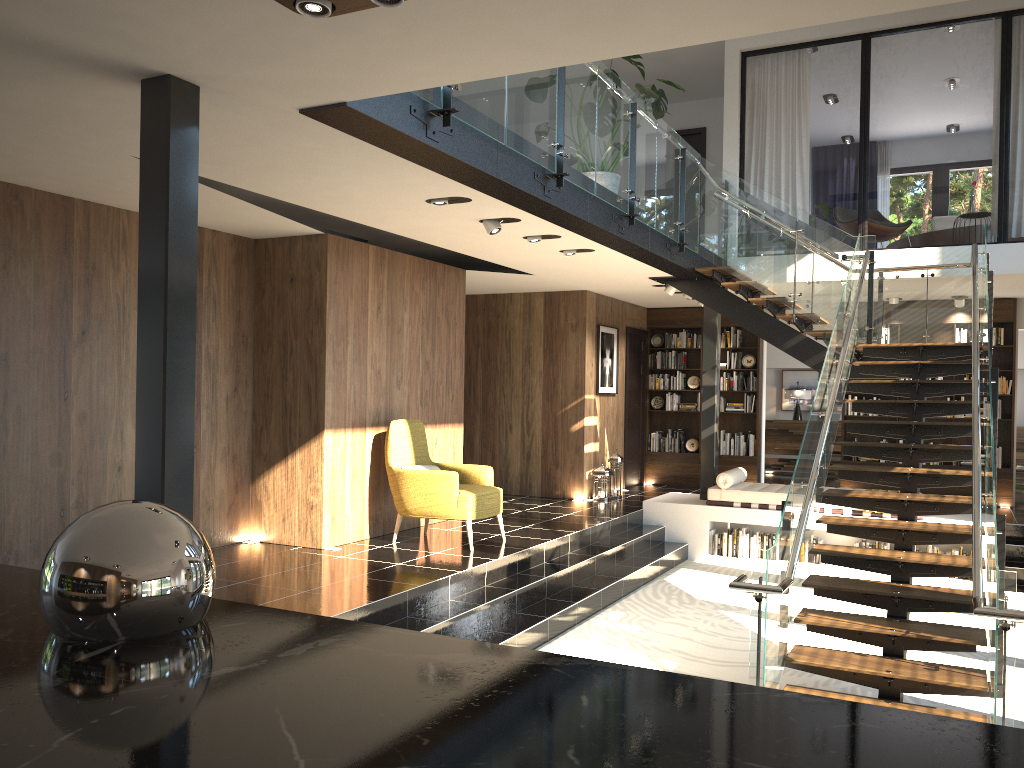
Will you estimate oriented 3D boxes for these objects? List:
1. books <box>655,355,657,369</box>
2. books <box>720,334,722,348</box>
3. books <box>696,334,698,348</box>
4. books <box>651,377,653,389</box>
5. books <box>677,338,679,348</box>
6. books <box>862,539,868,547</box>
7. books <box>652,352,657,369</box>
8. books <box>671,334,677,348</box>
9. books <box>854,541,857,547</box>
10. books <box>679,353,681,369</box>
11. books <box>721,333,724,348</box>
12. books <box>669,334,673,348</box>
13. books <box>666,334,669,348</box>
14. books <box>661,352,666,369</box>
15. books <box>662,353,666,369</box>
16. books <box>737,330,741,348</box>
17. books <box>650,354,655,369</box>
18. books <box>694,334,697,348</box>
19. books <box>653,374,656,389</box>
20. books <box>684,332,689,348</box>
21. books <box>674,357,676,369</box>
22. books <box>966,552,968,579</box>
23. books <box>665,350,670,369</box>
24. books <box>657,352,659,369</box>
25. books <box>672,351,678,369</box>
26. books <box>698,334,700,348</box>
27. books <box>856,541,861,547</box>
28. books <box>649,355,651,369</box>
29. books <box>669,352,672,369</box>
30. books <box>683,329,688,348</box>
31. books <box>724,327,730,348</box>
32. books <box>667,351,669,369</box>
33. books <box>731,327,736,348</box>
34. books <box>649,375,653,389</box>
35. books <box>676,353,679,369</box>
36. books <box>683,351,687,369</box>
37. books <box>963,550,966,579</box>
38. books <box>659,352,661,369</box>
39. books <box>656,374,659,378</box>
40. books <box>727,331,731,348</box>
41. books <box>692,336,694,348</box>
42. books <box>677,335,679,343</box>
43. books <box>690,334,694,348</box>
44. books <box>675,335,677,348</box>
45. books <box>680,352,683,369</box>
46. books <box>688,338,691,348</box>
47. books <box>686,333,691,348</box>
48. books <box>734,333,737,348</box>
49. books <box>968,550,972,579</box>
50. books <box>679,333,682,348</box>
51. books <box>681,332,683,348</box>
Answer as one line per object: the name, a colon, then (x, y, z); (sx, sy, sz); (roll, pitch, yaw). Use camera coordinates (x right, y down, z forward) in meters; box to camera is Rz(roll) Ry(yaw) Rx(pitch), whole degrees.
books: (2.239, -0.333, 13.586); (0.025, 0.204, 0.192); (1, 0, 27)
books: (3.106, -0.639, 13.185); (0.034, 0.211, 0.206); (1, 0, 27)
books: (2.802, -0.643, 13.316); (0.039, 0.212, 0.172); (1, 0, 27)
books: (2.180, -0.012, 13.638); (0.045, 0.192, 0.164); (1, 0, 27)
books: (2.553, -0.618, 13.447); (0.035, 0.156, 0.186); (1, 0, 27)
books: (3.834, 1.843, 9.648); (0.043, 0.316, 0.209); (1, 0, 27)
books: (2.210, -0.358, 13.629); (0.066, 0.255, 0.127); (1, 0, 27)
books: (2.479, -0.649, 13.490); (0.059, 0.216, 0.159); (1, 0, 27)
books: (3.770, 1.869, 9.725); (0.026, 0.263, 0.156); (1, 0, 27)
books: (2.562, -0.347, 13.440); (0.024, 0.242, 0.144); (1, 0, 27)
books: (3.147, -0.644, 13.182); (0.042, 0.223, 0.163); (1, 0, 27)
books: (2.437, -0.653, 13.503); (0.026, 0.222, 0.202); (1, 0, 27)
books: (2.386, -0.651, 13.500); (0.024, 0.216, 0.210); (1, 0, 27)
books: (2.313, -0.360, 13.549); (0.027, 0.260, 0.181); (1, 0, 27)
books: (2.333, -0.351, 13.517); (0.039, 0.243, 0.179); (1, 0, 27)
books: (3.343, -0.661, 13.042); (0.013, 0.262, 0.217); (1, 0, 27)
books: (2.162, -0.347, 13.632); (0.023, 0.231, 0.143); (1, 0, 27)
books: (2.775, -0.643, 13.338); (0.027, 0.212, 0.180); (1, 0, 27)
books: (2.197, -0.034, 13.597); (0.022, 0.235, 0.194); (1, 0, 27)
books: (2.644, -0.662, 13.394); (0.020, 0.245, 0.228); (1, 0, 27)
books: (2.489, -0.322, 13.444); (0.025, 0.188, 0.181); (1, 0, 27)
books: (4.729, 1.884, 9.217); (0.019, 0.255, 0.180); (1, 0, 27)
books: (2.371, -0.372, 13.531); (0.015, 0.287, 0.154); (1, 0, 27)
books: (2.265, -0.358, 13.572); (0.035, 0.255, 0.183); (1, 0, 27)
books: (2.470, -0.364, 13.467); (0.033, 0.273, 0.189); (1, 0, 27)
books: (2.823, -0.638, 13.289); (0.023, 0.202, 0.201); (1, 0, 27)
books: (3.782, 1.864, 9.688); (0.030, 0.273, 0.168); (1, 0, 27)
books: (2.149, -0.339, 13.658); (0.023, 0.215, 0.148); (1, 0, 27)
books: (2.428, -0.355, 13.508); (0.032, 0.255, 0.160); (1, 0, 27)
books: (2.619, -0.679, 13.380); (0.012, 0.278, 0.228); (1, 0, 27)
books: (3.179, -0.684, 13.116); (0.015, 0.303, 0.252); (1, 0, 27)
books: (2.393, -0.361, 13.496); (0.019, 0.264, 0.175); (1, 0, 27)
books: (3.267, -0.682, 13.065); (0.017, 0.302, 0.266); (1, 0, 27)
books: (2.149, -0.029, 13.660); (0.030, 0.224, 0.166); (1, 0, 27)
books: (2.530, -0.347, 13.464); (0.028, 0.240, 0.148); (1, 0, 27)
books: (2.614, -0.359, 13.420); (0.035, 0.266, 0.133); (1, 0, 27)
books: (4.702, 1.875, 9.216); (0.030, 0.273, 0.185); (1, 0, 27)
books: (2.289, -0.363, 13.556); (0.022, 0.267, 0.198); (1, 0, 27)
books: (2.236, -0.031, 13.630); (0.018, 0.232, 0.123); (1, 0, 27)
books: (3.233, -0.655, 13.136); (0.064, 0.247, 0.209); (1, 0, 27)
books: (2.741, -0.624, 13.333); (0.029, 0.172, 0.187); (1, 0, 27)
books: (2.539, -0.642, 13.486); (0.025, 0.203, 0.156); (1, 0, 27)
books: (2.730, -0.647, 13.376); (0.030, 0.217, 0.165); (1, 0, 27)
books: (2.514, -0.647, 13.479); (0.014, 0.212, 0.184); (1, 0, 27)
books: (2.586, -0.357, 13.433); (0.025, 0.263, 0.147); (1, 0, 27)
books: (2.703, -0.613, 13.401); (0.040, 0.149, 0.125); (1, 0, 27)
books: (2.667, -0.656, 13.395); (0.020, 0.235, 0.206); (1, 0, 27)
books: (3.318, -0.639, 13.108); (0.037, 0.218, 0.144); (1, 0, 27)
books: (4.760, 1.869, 9.207); (0.043, 0.287, 0.147); (1, 0, 27)
books: (2.579, -0.655, 13.414); (0.039, 0.230, 0.205); (1, 0, 27)
books: (2.602, -0.660, 13.389); (0.025, 0.239, 0.220); (1, 0, 27)
